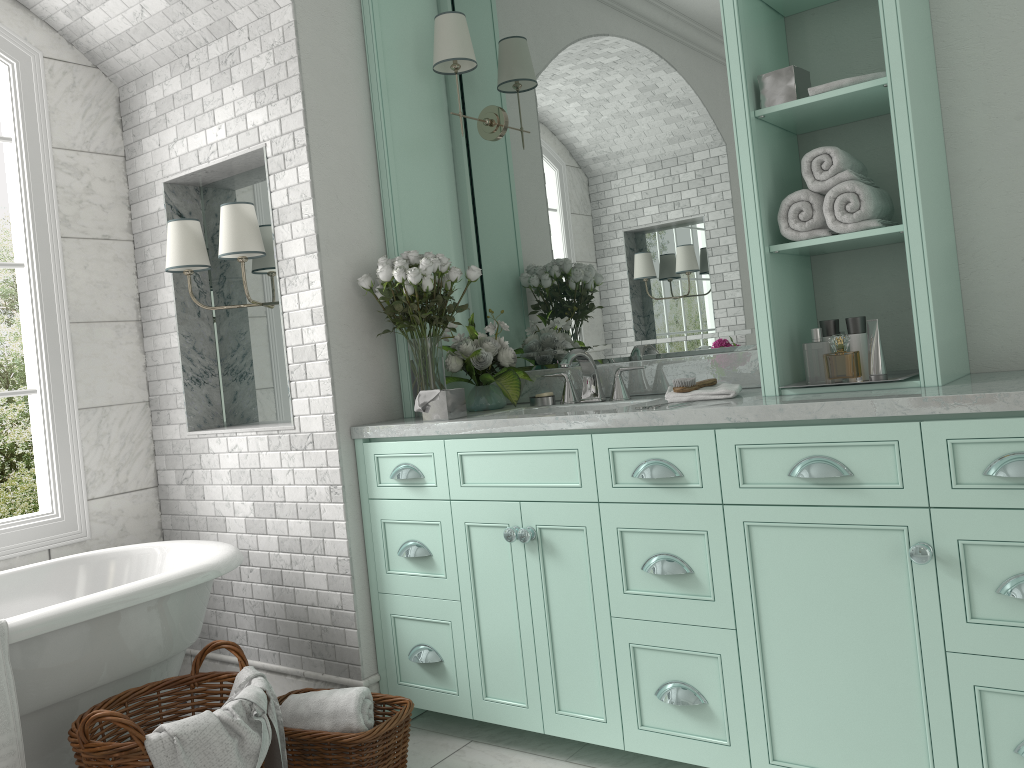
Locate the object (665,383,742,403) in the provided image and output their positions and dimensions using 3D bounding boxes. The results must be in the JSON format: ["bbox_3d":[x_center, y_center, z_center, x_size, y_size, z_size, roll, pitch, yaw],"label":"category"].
[{"bbox_3d":[0.618,0.025,2.909,0.316,0.056,0.240,-5,2,33],"label":"object"}]

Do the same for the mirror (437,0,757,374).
[{"bbox_3d":[0.320,-1.047,3.469,1.433,1.934,0.015,-6,0,36],"label":"mirror"}]

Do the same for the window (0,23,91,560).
[{"bbox_3d":[-2.478,-0.420,3.037,0.118,2.324,1.835,-6,0,37],"label":"window"}]

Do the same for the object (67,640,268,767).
[{"bbox_3d":[-0.926,1.084,2.459,0.519,0.571,0.518,-6,0,-22],"label":"object"}]

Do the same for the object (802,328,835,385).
[{"bbox_3d":[0.928,-0.084,2.675,0.092,0.170,0.035,-6,-1,36],"label":"object"}]

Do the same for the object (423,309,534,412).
[{"bbox_3d":[-0.119,-0.091,3.559,0.451,0.403,0.395,-5,1,38],"label":"object"}]

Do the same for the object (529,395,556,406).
[{"bbox_3d":[0.119,0.065,3.461,0.080,0.035,0.133,-7,2,-35],"label":"object"}]

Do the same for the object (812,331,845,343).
[{"bbox_3d":[0.997,-0.085,2.773,0.093,0.151,0.035,-6,0,39],"label":"object"}]

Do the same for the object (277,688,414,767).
[{"bbox_3d":[-0.588,1.190,2.897,0.549,0.261,0.346,-5,1,27],"label":"object"}]

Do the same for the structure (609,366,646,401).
[{"bbox_3d":[0.428,-0.004,3.254,0.157,0.121,0.083,-6,0,20],"label":"structure"}]

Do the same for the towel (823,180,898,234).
[{"bbox_3d":[1.052,-0.524,2.658,0.160,0.159,0.305,-6,1,37],"label":"towel"}]

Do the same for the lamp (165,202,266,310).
[{"bbox_3d":[-1.175,-0.510,3.658,0.546,0.383,0.309,-5,1,36],"label":"lamp"}]

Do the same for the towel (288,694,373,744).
[{"bbox_3d":[-0.608,1.118,2.951,0.312,0.186,0.164,-6,0,6],"label":"towel"}]

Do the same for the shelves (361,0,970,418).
[{"bbox_3d":[0.715,-1.031,2.935,2.803,2.124,0.466,-5,0,36],"label":"shelves"}]

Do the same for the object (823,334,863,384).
[{"bbox_3d":[0.965,-0.074,2.595,0.092,0.147,0.063,-6,0,41],"label":"object"}]

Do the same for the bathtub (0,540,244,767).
[{"bbox_3d":[-1.761,1.071,2.603,0.939,0.758,2.170,-5,2,37],"label":"bathtub"}]

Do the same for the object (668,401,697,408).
[{"bbox_3d":[0.515,0.061,2.687,0.020,0.005,0.168,-5,2,41],"label":"object"}]

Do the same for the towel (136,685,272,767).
[{"bbox_3d":[-0.852,1.071,2.401,0.482,0.438,0.400,-6,1,37],"label":"towel"}]

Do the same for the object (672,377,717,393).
[{"bbox_3d":[0.613,-0.004,2.931,0.229,0.044,0.068,-8,2,-44],"label":"object"}]

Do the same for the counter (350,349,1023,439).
[{"bbox_3d":[0.751,-0.011,2.837,2.801,0.181,0.825,-5,2,36],"label":"counter"}]

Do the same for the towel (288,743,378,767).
[{"bbox_3d":[-0.563,1.221,2.834,0.310,0.163,0.153,-5,1,26],"label":"towel"}]

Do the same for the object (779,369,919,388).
[{"bbox_3d":[1.057,-0.016,2.704,0.349,0.008,0.439,-5,2,36],"label":"object"}]

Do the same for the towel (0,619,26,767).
[{"bbox_3d":[-1.517,0.870,2.300,0.452,0.463,0.375,-6,0,39],"label":"towel"}]

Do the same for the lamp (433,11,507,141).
[{"bbox_3d":[-0.191,-1.253,3.650,0.183,0.488,0.309,-6,0,35],"label":"lamp"}]

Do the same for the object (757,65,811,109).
[{"bbox_3d":[0.835,-0.895,2.706,0.117,0.105,0.122,-5,1,42],"label":"object"}]

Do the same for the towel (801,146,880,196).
[{"bbox_3d":[1.000,-0.646,2.709,0.168,0.143,0.299,-5,1,37],"label":"towel"}]

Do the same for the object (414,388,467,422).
[{"bbox_3d":[-0.265,0.074,3.216,0.136,0.113,0.147,-6,1,32],"label":"object"}]

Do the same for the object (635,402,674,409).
[{"bbox_3d":[0.441,0.067,2.751,0.075,0.007,0.176,-5,2,28],"label":"object"}]

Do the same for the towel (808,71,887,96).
[{"bbox_3d":[1.042,-0.882,2.655,0.239,0.056,0.317,-5,2,33],"label":"towel"}]

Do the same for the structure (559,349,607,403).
[{"bbox_3d":[0.264,-0.030,3.260,0.103,0.205,0.235,-6,1,26],"label":"structure"}]

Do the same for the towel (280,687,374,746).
[{"bbox_3d":[-0.581,1.072,2.814,0.320,0.212,0.149,-6,0,19],"label":"towel"}]

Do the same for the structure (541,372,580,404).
[{"bbox_3d":[0.184,0.016,3.409,0.157,0.121,0.083,-6,0,20],"label":"structure"}]

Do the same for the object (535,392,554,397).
[{"bbox_3d":[0.126,0.044,3.445,0.052,0.022,0.077,-7,2,-33],"label":"object"}]

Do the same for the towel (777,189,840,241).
[{"bbox_3d":[0.942,-0.515,2.743,0.153,0.163,0.312,-6,1,36],"label":"towel"}]

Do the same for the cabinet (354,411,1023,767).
[{"bbox_3d":[0.807,0.623,2.813,2.791,1.098,0.865,-5,1,36],"label":"cabinet"}]

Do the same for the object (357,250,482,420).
[{"bbox_3d":[-0.339,-0.187,3.390,0.392,0.654,0.355,-6,0,-42],"label":"object"}]

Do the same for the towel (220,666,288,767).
[{"bbox_3d":[-0.869,1.093,2.476,0.461,0.469,0.382,-6,0,-14],"label":"towel"}]

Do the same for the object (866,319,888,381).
[{"bbox_3d":[1.040,-0.096,2.536,0.049,0.179,0.050,-6,-1,39],"label":"object"}]
